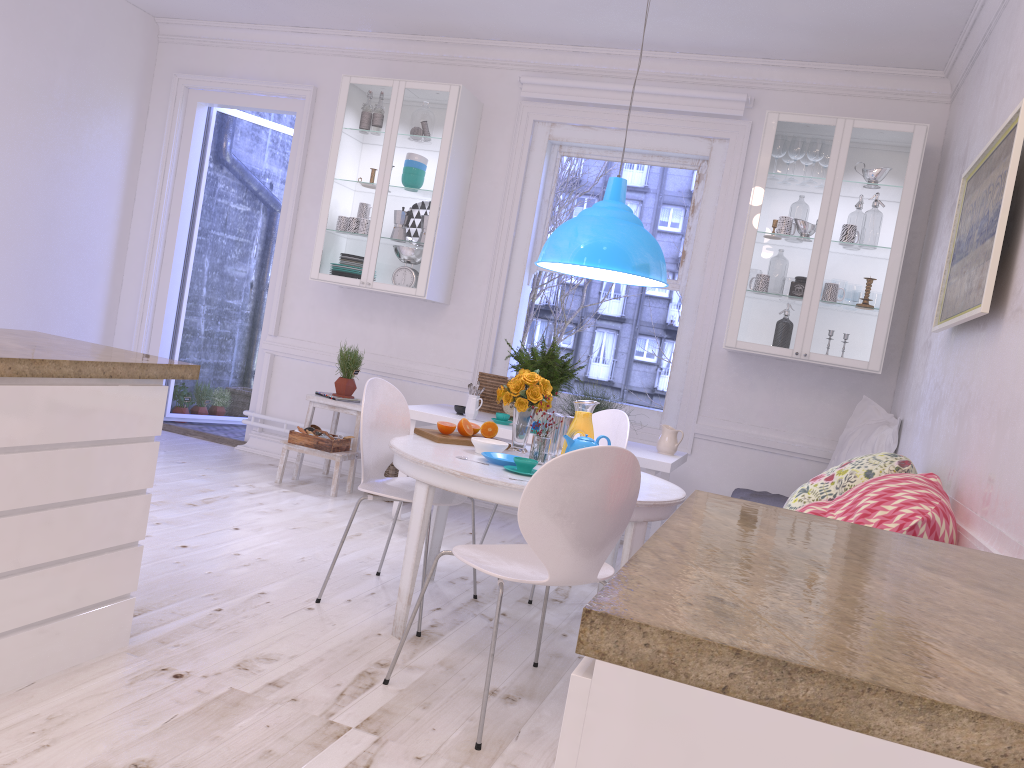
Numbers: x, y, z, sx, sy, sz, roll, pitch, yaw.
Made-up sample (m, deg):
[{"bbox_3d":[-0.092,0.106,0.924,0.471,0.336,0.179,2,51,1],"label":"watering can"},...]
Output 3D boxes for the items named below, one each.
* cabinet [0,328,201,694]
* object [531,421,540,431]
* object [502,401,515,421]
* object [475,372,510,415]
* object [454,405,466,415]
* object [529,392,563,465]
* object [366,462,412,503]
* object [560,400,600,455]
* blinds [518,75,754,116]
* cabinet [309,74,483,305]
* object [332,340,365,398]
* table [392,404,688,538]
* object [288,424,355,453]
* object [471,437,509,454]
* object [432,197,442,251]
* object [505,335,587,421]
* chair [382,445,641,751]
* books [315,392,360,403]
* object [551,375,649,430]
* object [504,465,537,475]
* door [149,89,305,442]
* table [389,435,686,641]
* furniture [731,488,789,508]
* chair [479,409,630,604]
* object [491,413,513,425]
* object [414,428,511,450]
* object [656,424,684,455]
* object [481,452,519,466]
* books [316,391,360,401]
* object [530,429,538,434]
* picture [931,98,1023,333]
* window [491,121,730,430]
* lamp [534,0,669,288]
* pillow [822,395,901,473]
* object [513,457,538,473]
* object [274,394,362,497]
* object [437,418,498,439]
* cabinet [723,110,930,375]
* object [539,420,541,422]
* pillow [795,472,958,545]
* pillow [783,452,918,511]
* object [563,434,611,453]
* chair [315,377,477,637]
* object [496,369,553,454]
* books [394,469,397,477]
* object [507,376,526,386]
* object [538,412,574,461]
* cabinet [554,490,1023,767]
[{"bbox_3d":[-1.503,0.296,2.266,0.654,0.842,1.167,11,3,17],"label":"cabinet"},{"bbox_3d":[0.128,0.221,4.668,0.069,0.058,0.080,9,3,-10],"label":"object"},{"bbox_3d":[0.032,0.110,5.218,0.159,0.208,0.185,11,3,17],"label":"object"},{"bbox_3d":[-0.079,0.069,5.365,0.294,0.237,0.028,11,3,17],"label":"object"},{"bbox_3d":[-0.286,0.148,4.950,0.079,0.048,0.082,9,3,-23],"label":"object"},{"bbox_3d":[0.127,0.166,3.398,0.128,0.287,0.128,11,3,19],"label":"object"},{"bbox_3d":[-0.706,0.566,5.465,0.276,0.270,0.276,8,4,-39],"label":"object"},{"bbox_3d":[0.275,0.195,3.554,0.094,0.267,0.116,13,4,44],"label":"object"},{"bbox_3d":[0.715,-1.744,5.376,1.451,0.131,0.136,11,3,17],"label":"blinds"},{"bbox_3d":[-0.747,-1.237,5.676,0.823,1.311,0.425,11,3,17],"label":"cabinet"},{"bbox_3d":[-1.006,-0.100,5.492,0.186,0.367,0.196,8,3,-28],"label":"object"},{"bbox_3d":[0.129,0.560,4.935,1.514,0.619,0.736,11,3,17],"label":"table"},{"bbox_3d":[-1.131,0.324,5.290,0.358,0.110,0.211,11,3,20],"label":"object"},{"bbox_3d":[-0.089,0.246,3.440,0.147,0.052,0.147,8,3,-30],"label":"object"},{"bbox_3d":[-0.741,-1.237,5.697,0.811,0.651,0.376,11,3,17],"label":"object"},{"bbox_3d":[0.161,-0.023,5.057,0.438,0.527,0.368,11,3,17],"label":"object"},{"bbox_3d":[0.061,0.550,2.638,0.604,0.845,0.483,8,4,-38],"label":"chair"},{"bbox_3d":[-1.086,0.084,5.527,0.180,0.011,0.246,7,4,-43],"label":"books"},{"bbox_3d":[0.450,0.137,4.864,0.668,0.367,0.531,12,4,42],"label":"object"},{"bbox_3d":[0.042,0.306,3.107,0.147,0.011,0.147,11,3,20],"label":"object"},{"bbox_3d":[-1.936,-0.842,6.858,1.009,2.474,1.021,11,3,17],"label":"door"},{"bbox_3d":[0.043,0.617,3.409,1.140,0.629,1.140,7,4,-44],"label":"table"},{"bbox_3d":[1.057,0.856,3.392,0.769,0.508,3.296,11,3,17],"label":"furniture"},{"bbox_3d":[0.223,0.506,4.083,0.483,0.845,0.604,8,3,-27],"label":"chair"},{"bbox_3d":[-0.053,0.190,4.842,0.121,0.055,0.121,8,3,-32],"label":"object"},{"bbox_3d":[-0.206,0.227,3.689,0.347,0.024,0.224,8,3,-33],"label":"object"},{"bbox_3d":[0.846,0.302,4.771,0.127,0.152,0.115,10,3,0],"label":"object"},{"bbox_3d":[-0.019,0.281,3.260,0.196,0.023,0.196,10,3,5],"label":"object"},{"bbox_3d":[-1.084,0.075,5.527,0.180,0.007,0.246,7,4,-43],"label":"books"},{"bbox_3d":[0.139,0.250,4.668,0.121,0.021,0.121,8,3,-32],"label":"object"},{"bbox_3d":[1.581,-0.515,3.038,0.020,0.629,0.971,11,3,17],"label":"picture"},{"bbox_3d":[0.599,-0.690,5.604,1.234,1.782,0.181,11,3,17],"label":"window"},{"bbox_3d":[0.539,-1.412,3.662,0.568,1.948,0.568,8,4,-39],"label":"lamp"},{"bbox_3d":[1.834,0.379,4.683,0.374,0.642,0.677,9,3,-12],"label":"pillow"},{"bbox_3d":[0.045,0.286,3.106,0.088,0.043,0.088,11,3,25],"label":"object"},{"bbox_3d":[-1.090,0.362,5.494,0.418,0.534,0.599,11,3,17],"label":"object"},{"bbox_3d":[-0.198,0.178,3.713,0.285,0.075,0.129,8,4,-37],"label":"object"},{"bbox_3d":[1.711,-0.769,4.899,0.823,1.311,0.425,11,3,17],"label":"cabinet"},{"bbox_3d":[0.167,0.222,4.668,0.069,0.059,0.082,10,3,-5],"label":"object"},{"bbox_3d":[1.072,0.457,2.705,0.491,0.424,0.587,11,3,20],"label":"pillow"},{"bbox_3d":[1.282,0.457,3.356,0.509,0.447,0.592,11,3,22],"label":"pillow"},{"bbox_3d":[0.280,0.263,3.378,0.156,0.151,0.150,11,3,21],"label":"object"},{"bbox_3d":[-0.387,0.432,3.446,0.483,0.845,0.604,11,3,17],"label":"chair"},{"bbox_3d":[0.051,0.108,3.661,0.234,0.351,0.235,9,3,-18],"label":"object"},{"bbox_3d":[-0.689,0.534,5.471,0.205,0.306,0.221,8,4,-39],"label":"books"},{"bbox_3d":[0.053,-0.016,5.223,0.163,0.047,0.164,9,3,-23],"label":"object"},{"bbox_3d":[0.176,0.216,3.612,0.122,0.186,0.101,7,4,-43],"label":"object"},{"bbox_3d":[0.458,0.689,1.265,0.654,0.842,1.036,11,3,17],"label":"cabinet"}]
